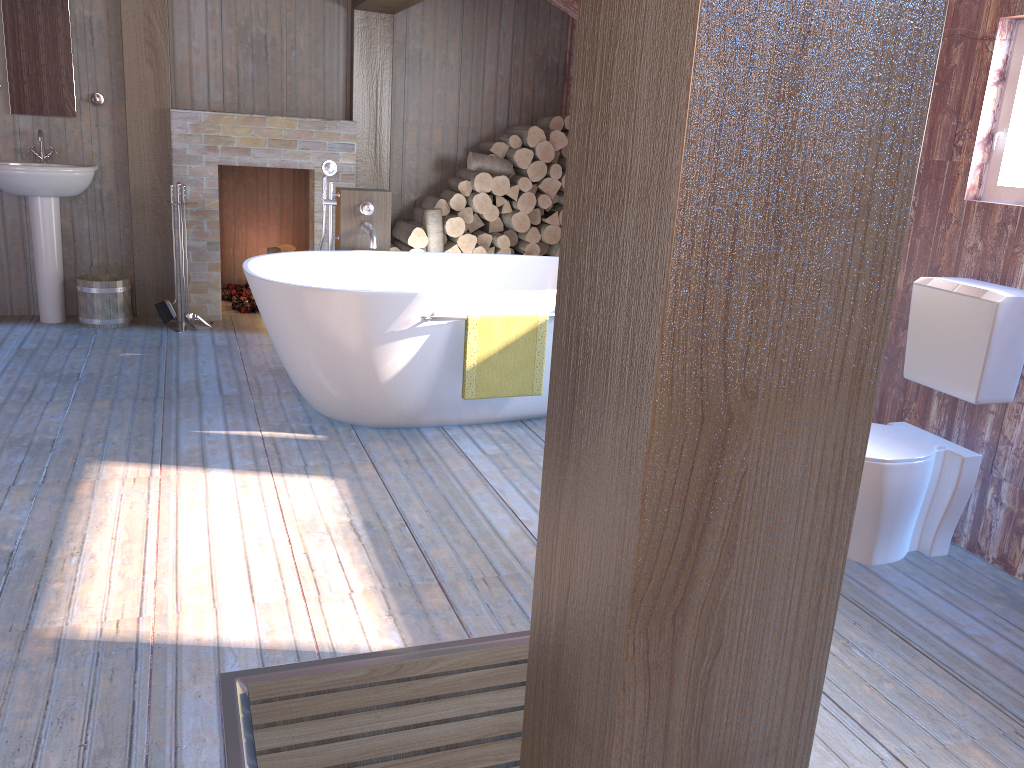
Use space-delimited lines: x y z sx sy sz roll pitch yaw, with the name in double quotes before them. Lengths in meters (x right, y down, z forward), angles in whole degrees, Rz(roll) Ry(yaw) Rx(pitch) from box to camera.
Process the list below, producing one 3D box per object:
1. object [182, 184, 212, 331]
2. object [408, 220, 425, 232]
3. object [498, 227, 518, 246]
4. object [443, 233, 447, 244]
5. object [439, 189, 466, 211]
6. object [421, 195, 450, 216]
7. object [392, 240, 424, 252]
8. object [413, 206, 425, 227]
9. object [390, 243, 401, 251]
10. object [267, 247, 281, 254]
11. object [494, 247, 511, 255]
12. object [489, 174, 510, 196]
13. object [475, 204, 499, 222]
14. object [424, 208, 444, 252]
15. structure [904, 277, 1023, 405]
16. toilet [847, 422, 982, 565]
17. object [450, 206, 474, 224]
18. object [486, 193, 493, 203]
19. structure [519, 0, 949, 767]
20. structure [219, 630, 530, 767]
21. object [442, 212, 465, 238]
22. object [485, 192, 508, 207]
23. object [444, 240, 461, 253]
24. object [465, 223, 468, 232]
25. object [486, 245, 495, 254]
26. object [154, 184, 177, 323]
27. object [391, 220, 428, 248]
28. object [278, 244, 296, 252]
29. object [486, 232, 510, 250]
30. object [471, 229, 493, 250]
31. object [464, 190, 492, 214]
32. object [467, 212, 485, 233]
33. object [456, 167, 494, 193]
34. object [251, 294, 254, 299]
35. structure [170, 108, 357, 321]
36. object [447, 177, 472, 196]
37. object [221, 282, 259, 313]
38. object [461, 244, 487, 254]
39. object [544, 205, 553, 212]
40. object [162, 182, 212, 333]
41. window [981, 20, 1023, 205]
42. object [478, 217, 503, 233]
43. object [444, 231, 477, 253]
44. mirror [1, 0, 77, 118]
"object" -1.963 -0.772 5.412 0.206 0.871 0.126 10 17 21
"object" -0.636 -1.064 6.081 0.099 0.093 0.280 -2 17 -19
"object" -0.064 -1.054 6.290 0.116 0.118 0.289 -3 17 -22
"object" -0.541 -1.024 6.113 0.121 0.124 0.291 -2 17 -19
"object" -0.402 -1.244 5.987 0.115 0.123 0.291 -2 17 -19
"object" -0.519 -1.209 6.007 0.114 0.113 0.301 -3 17 -22
"object" -0.702 -0.883 5.991 0.137 0.133 0.437 -3 17 -22
"object" -0.593 -1.145 6.075 0.108 0.113 0.302 -2 17 -19
"object" -0.814 -0.898 6.004 0.101 0.103 0.242 -2 17 -19
"object" -1.660 -0.739 6.237 0.098 0.434 0.283 -3 17 -22
"object" -0.107 -0.924 6.208 0.111 0.113 0.301 -3 17 -21
"object" -0.149 -1.375 6.054 0.138 0.147 0.440 -2 17 -20
"object" -0.186 -1.191 6.088 0.115 0.123 0.291 -2 17 -19
"object" -0.512 -1.004 5.837 0.147 0.298 0.109 -1 16 -17
"structure" 1.499 -0.152 2.939 0.182 0.363 0.358 -2 17 -19
"toilet" 1.204 0.368 2.993 0.534 0.400 0.375 -2 17 -19
"object" -0.360 -1.164 6.046 0.111 0.113 0.301 -2 17 -21
"object" -0.180 -1.271 6.053 0.057 0.061 0.156 -2 17 -21
"structure" 0.214 -0.086 1.058 0.328 2.209 0.522 4 16 0
"structure" -0.059 0.835 1.841 1.000 0.067 1.000 -2 17 -20
"object" -0.444 -1.096 6.025 0.138 0.147 0.440 -2 17 -20
"object" -0.114 -1.268 6.095 0.088 0.092 0.280 -2 17 -19
"object" -0.497 -0.906 6.090 0.155 0.174 0.483 -3 17 -22
"object" -0.359 -1.086 6.070 0.064 0.068 0.174 -2 17 -21
"object" -0.209 -0.935 6.165 0.086 0.089 0.279 -3 17 -22
"object" -2.104 -0.783 5.369 0.136 0.846 0.062 -9 20 -38
"object" -0.692 -1.011 5.968 0.139 0.137 0.455 -3 17 -22
"object" -1.637 -0.791 6.483 0.140 0.459 0.266 3 16 -3
"object" -0.136 -1.014 6.164 0.098 0.100 0.437 -3 17 -22
"object" -0.235 -1.008 6.134 0.114 0.120 0.303 -2 17 -19
"object" -0.274 -1.251 6.038 0.141 0.143 0.437 -3 17 -22
"object" -0.297 -1.142 6.173 0.128 0.150 0.323 -2 17 -20
"object" -0.256 -1.384 6.011 0.135 0.145 0.439 -2 17 -20
"object" -1.771 -0.728 6.382 0.221 0.306 0.121 6 16 6
"structure" -1.606 -1.068 5.793 1.130 1.330 0.226 -2 17 -20
"object" -0.351 -1.336 5.995 0.106 0.112 0.282 -2 17 -19
"object" -1.770 -0.656 6.576 0.829 0.085 0.935 -8 20 -37
"object" -0.294 -0.932 6.127 0.098 0.100 0.437 -3 17 -22
"object" 0.220 -1.252 6.214 0.067 0.069 0.177 -2 17 -20
"object" -2.056 -0.789 5.443 0.276 0.888 0.333 10 17 20
"window" 1.854 -0.740 2.419 0.054 0.587 1.255 -2 17 -19
"object" -0.159 -1.134 6.230 0.104 0.127 0.321 -2 17 -19
"object" -0.374 -0.999 6.098 0.139 0.148 0.458 -2 17 -20
"mirror" -2.743 -2.168 5.109 0.350 1.199 0.009 -2 17 -20
